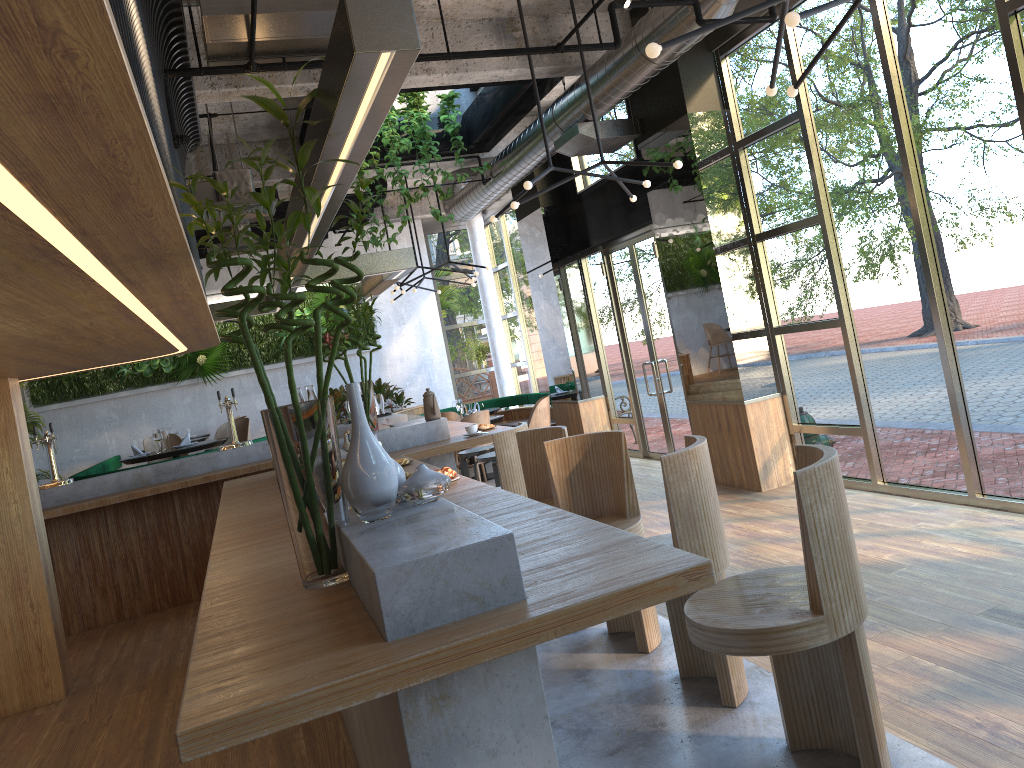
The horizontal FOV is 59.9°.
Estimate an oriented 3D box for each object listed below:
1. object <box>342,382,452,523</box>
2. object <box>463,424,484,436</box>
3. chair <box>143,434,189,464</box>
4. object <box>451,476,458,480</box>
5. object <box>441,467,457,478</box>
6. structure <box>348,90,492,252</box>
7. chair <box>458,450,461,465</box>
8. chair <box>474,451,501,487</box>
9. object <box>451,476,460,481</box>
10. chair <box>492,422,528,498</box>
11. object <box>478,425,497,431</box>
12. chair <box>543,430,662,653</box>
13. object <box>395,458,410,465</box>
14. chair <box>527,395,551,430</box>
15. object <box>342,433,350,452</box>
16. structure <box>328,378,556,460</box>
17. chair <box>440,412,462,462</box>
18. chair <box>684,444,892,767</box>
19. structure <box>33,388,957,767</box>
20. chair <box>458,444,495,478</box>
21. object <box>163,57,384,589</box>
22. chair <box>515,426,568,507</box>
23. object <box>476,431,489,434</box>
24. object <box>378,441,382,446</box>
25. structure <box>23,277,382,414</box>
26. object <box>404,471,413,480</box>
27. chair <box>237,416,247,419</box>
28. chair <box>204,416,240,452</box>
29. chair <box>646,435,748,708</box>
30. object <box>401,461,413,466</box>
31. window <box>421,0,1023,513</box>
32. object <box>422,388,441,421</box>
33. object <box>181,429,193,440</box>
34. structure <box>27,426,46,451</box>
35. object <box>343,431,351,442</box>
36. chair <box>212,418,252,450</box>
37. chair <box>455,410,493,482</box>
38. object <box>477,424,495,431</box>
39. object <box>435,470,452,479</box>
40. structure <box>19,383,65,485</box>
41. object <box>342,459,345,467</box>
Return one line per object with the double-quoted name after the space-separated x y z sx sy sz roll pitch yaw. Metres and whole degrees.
-0.401 0.185 2.621 0.305 0.397 0.331 -11 0 30 "object"
-0.220 0.309 6.377 0.177 0.073 0.428 -10 2 18 "object"
-3.978 1.039 10.334 0.524 0.923 0.527 -11 0 -39 "chair"
-0.328 0.455 4.174 0.118 0.005 0.124 -10 2 20 "object"
-0.301 0.421 4.195 0.063 0.059 0.071 -11 1 -28 "object"
-1.350 -2.361 9.488 1.563 2.345 3.067 -11 1 18 "structure"
-0.927 0.884 11.267 0.587 0.923 0.471 -11 0 -39 "chair"
-0.054 0.960 7.953 0.540 0.696 0.490 -11 0 -30 "chair"
-0.328 0.457 4.170 0.170 0.005 0.164 -11 2 -7 "object"
-0.082 0.776 5.617 0.524 0.969 0.571 -11 0 28 "chair"
-0.213 0.332 6.517 0.200 0.013 0.212 -10 2 17 "object"
0.352 0.753 4.146 0.545 0.969 0.550 -11 0 4 "chair"
-0.654 0.459 5.199 0.094 0.041 0.145 -11 2 15 "object"
0.299 0.644 11.252 0.564 0.923 0.492 -11 0 -5 "chair"
-1.098 0.431 5.935 0.067 0.210 0.074 -12 -1 38 "object"
0.030 0.655 4.575 6.255 1.548 19.407 -12 2 -17 "structure"
-0.798 0.813 12.370 0.477 0.923 0.580 -11 0 26 "chair"
0.809 0.723 2.709 0.558 0.969 0.536 -11 0 -9 "chair"
-2.505 1.062 4.488 6.063 1.730 6.874 -12 2 -19 "structure"
-0.255 0.972 8.611 0.522 0.696 0.508 -11 0 -5 "chair"
-0.644 -0.201 2.583 0.653 1.548 0.603 -11 -1 19 "object"
0.123 0.766 4.900 0.522 0.969 0.573 -11 0 31 "chair"
-0.205 0.337 6.175 0.031 0.027 0.129 -12 2 -41 "object"
-0.799 0.422 5.195 0.116 0.171 0.131 -11 0 -25 "object"
-4.509 -0.693 13.193 5.251 1.492 0.781 -12 0 -23 "structure"
-0.376 0.332 2.867 0.195 0.073 0.225 -11 2 1 "object"
-3.681 0.925 11.663 0.587 0.923 0.471 -11 0 -39 "chair"
-4.089 0.962 12.689 0.578 0.923 0.479 -11 0 -20 "chair"
0.580 0.737 3.458 0.577 0.969 0.518 -11 0 -44 "chair"
-0.650 0.473 5.201 0.142 0.013 0.158 -9 3 42 "object"
0.616 -2.000 5.054 4.294 6.491 19.646 -11 2 -17 "window"
-0.586 0.144 6.453 0.204 0.234 0.124 -11 0 39 "object"
-4.563 0.704 12.364 0.245 0.139 0.221 -12 2 -35 "object"
-6.918 0.687 10.914 1.473 3.359 1.998 -11 0 -3 "structure"
-1.111 0.428 6.006 0.069 0.214 0.165 -11 0 8 "object"
-3.269 0.894 10.475 0.489 0.923 0.567 -11 0 11 "chair"
-0.444 0.802 10.952 0.524 0.923 0.527 -11 0 -39 "chair"
-0.223 0.315 6.523 0.157 0.052 0.160 -10 2 25 "object"
-0.346 0.431 4.161 0.124 0.060 0.073 -10 2 40 "object"
-6.844 0.760 11.342 1.978 3.255 1.556 -11 0 -21 "structure"
-0.582 0.318 3.436 0.216 0.134 0.783 -11 2 -10 "object"
